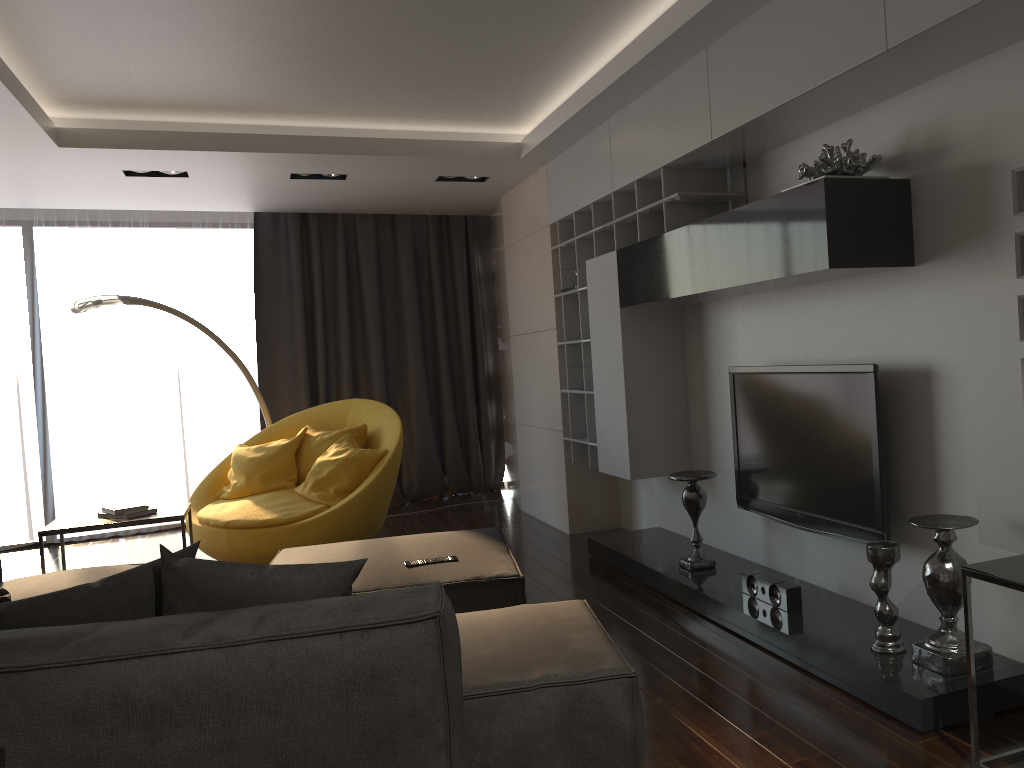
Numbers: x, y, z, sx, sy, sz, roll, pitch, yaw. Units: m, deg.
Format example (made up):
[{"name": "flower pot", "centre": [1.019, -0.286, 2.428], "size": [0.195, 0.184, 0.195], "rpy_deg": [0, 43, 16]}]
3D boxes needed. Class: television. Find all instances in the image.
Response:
[{"name": "television", "centre": [1.290, 0.271, 3.810], "size": [0.149, 0.714, 1.064], "rpy_deg": [-4, 2, -16]}]

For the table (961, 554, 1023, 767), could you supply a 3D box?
[{"name": "table", "centre": [1.554, 0.769, 2.237], "size": [0.467, 0.563, 0.580], "rpy_deg": [-4, 2, -18]}]

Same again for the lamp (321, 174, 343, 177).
[{"name": "lamp", "centre": [-1.200, -1.429, 5.879], "size": [0.180, 0.077, 0.174], "rpy_deg": [-4, 2, -7]}]

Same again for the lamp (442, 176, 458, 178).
[{"name": "lamp", "centre": [-0.440, -1.483, 6.170], "size": [0.177, 0.077, 0.176], "rpy_deg": [-4, 2, 0]}]

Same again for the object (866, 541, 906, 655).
[{"name": "object", "centre": [1.313, 0.746, 3.091], "size": [0.128, 0.371, 0.117], "rpy_deg": [-4, 2, -24]}]

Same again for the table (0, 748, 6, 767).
[{"name": "table", "centre": [-1.128, 0.960, 1.277], "size": [0.623, 0.563, 0.434], "rpy_deg": [-4, 2, -19]}]

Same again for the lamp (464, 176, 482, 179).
[{"name": "lamp", "centre": [-0.265, -1.496, 6.237], "size": [0.180, 0.077, 0.174], "rpy_deg": [-4, 2, -7]}]

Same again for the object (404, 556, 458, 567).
[{"name": "object", "centre": [-0.322, 0.706, 3.506], "size": [0.215, 0.015, 0.049], "rpy_deg": [-4, 2, -21]}]

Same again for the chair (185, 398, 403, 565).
[{"name": "chair", "centre": [-1.376, 0.635, 5.662], "size": [1.439, 1.005, 1.196], "rpy_deg": [-2, 2, 38]}]

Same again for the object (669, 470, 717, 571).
[{"name": "object", "centre": [0.920, 0.683, 4.414], "size": [0.251, 0.475, 0.228], "rpy_deg": [-4, 2, -27]}]

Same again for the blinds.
[{"name": "blinds", "centre": [-3.660, -0.183, 6.492], "size": [7.841, 2.894, 0.714], "rpy_deg": [-4, 2, -27]}]

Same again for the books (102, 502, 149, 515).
[{"name": "books", "centre": [-1.901, 0.609, 4.320], "size": [0.164, 0.022, 0.194], "rpy_deg": [-5, 2, -42]}]

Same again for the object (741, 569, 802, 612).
[{"name": "object", "centre": [1.106, 0.879, 3.763], "size": [0.075, 0.094, 0.348], "rpy_deg": [-4, 2, -16]}]

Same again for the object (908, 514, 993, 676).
[{"name": "object", "centre": [1.445, 0.688, 2.917], "size": [0.230, 0.482, 0.209], "rpy_deg": [-4, 2, -25]}]

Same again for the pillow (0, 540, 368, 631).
[{"name": "pillow", "centre": [-1.509, 0.629, 2.312], "size": [1.999, 0.431, 1.108], "rpy_deg": [-3, 2, 33]}]

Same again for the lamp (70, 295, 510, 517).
[{"name": "lamp", "centre": [-1.086, 0.193, 7.028], "size": [4.472, 1.779, 0.550], "rpy_deg": [-5, 2, -40]}]

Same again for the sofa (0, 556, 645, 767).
[{"name": "sofa", "centre": [-1.086, 0.841, 2.875], "size": [2.789, 0.704, 2.438], "rpy_deg": [-4, 2, -9]}]

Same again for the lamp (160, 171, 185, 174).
[{"name": "lamp", "centre": [-2.134, -1.361, 5.522], "size": [0.180, 0.077, 0.174], "rpy_deg": [-4, 2, -7]}]

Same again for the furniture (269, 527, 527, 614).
[{"name": "furniture", "centre": [-0.516, 0.911, 3.763], "size": [1.115, 0.440, 1.077], "rpy_deg": [-4, 2, -9]}]

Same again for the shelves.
[{"name": "shelves", "centre": [0.745, -0.276, 5.103], "size": [0.392, 1.600, 1.856], "rpy_deg": [-4, 2, -16]}]

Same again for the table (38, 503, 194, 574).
[{"name": "table", "centre": [-1.899, 0.926, 4.308], "size": [0.623, 0.563, 0.434], "rpy_deg": [-4, 2, -19]}]

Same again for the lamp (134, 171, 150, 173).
[{"name": "lamp", "centre": [-2.308, -1.349, 5.455], "size": [0.184, 0.077, 0.169], "rpy_deg": [-4, 2, -24]}]

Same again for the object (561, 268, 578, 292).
[{"name": "object", "centre": [0.490, -0.720, 5.666], "size": [0.295, 0.227, 0.274], "rpy_deg": [-4, 2, -19]}]

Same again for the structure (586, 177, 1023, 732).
[{"name": "structure", "centre": [1.023, 0.139, 4.053], "size": [0.497, 1.766, 2.786], "rpy_deg": [-4, 2, -16]}]

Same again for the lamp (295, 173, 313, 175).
[{"name": "lamp", "centre": [-1.374, -1.416, 5.812], "size": [0.177, 0.077, 0.176], "rpy_deg": [-4, 2, 0]}]

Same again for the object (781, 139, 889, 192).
[{"name": "object", "centre": [1.230, -0.828, 3.320], "size": [0.335, 0.177, 0.311], "rpy_deg": [-4, 2, -19]}]

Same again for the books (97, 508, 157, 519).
[{"name": "books", "centre": [-1.888, 0.632, 4.313], "size": [0.221, 0.023, 0.170], "rpy_deg": [-3, 2, 30]}]
